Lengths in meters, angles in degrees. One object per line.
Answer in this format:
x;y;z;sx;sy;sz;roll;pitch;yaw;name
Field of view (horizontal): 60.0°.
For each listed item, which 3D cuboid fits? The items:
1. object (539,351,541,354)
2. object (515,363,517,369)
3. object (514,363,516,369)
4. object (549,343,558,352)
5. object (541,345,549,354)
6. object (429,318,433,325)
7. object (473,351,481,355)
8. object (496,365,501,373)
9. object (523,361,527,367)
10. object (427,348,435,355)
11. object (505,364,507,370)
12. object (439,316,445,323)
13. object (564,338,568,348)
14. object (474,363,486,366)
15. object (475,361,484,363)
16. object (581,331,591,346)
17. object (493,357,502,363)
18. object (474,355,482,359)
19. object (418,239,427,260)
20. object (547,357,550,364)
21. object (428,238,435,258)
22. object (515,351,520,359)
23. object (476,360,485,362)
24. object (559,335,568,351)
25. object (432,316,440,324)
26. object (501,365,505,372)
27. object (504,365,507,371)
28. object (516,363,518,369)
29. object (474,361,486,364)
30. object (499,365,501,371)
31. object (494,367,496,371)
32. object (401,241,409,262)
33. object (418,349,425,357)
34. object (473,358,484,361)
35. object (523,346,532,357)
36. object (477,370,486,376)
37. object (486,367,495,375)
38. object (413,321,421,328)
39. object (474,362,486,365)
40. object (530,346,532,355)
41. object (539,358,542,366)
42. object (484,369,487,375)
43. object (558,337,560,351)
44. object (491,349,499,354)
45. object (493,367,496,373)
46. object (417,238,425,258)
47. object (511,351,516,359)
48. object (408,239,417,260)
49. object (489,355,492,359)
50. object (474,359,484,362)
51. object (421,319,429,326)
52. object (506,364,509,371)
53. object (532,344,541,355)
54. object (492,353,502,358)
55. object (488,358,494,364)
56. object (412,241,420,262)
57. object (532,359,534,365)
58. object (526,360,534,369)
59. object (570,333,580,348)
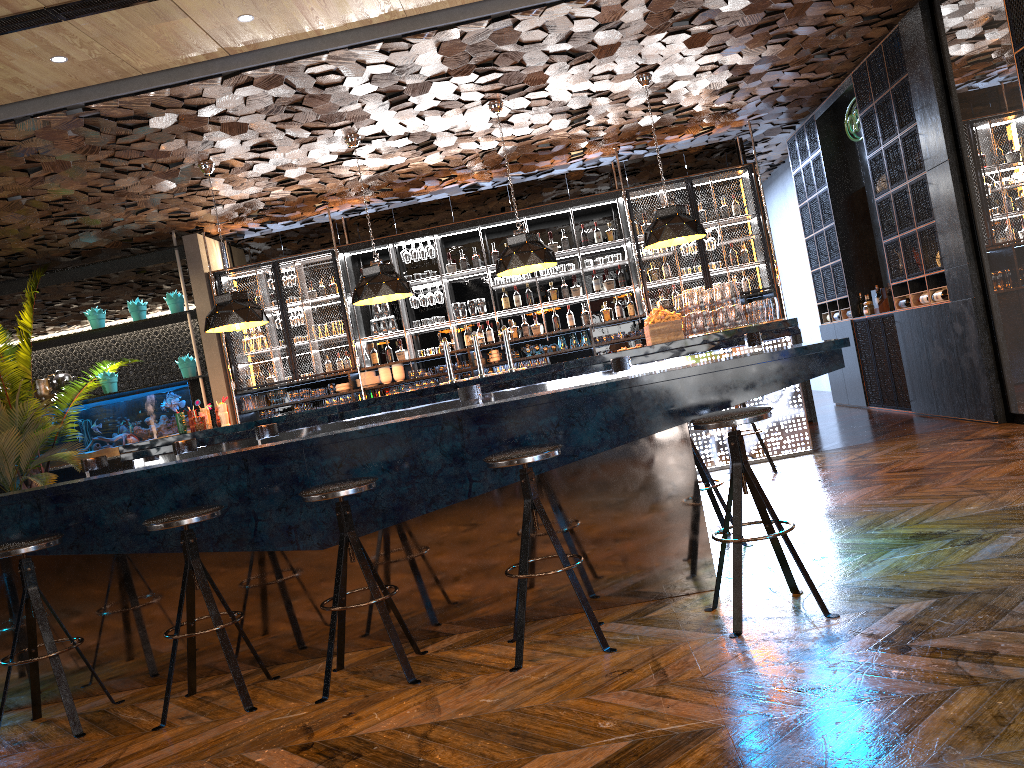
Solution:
0.312;-0.414;10.804;0.108;0.126;0.108;-11;0;-1;object
0.049;-0.143;10.756;0.049;0.231;0.049;-11;0;8;object
0.043;-0.142;10.691;0.049;0.231;0.049;-11;0;-1;object
0.501;-0.435;10.645;0.098;0.097;0.098;-11;0;38;object
0.400;-0.416;10.658;0.098;0.097;0.098;-11;0;-17;object
-0.988;-0.766;11.019;0.089;0.092;0.089;-11;0;35;object
-0.422;-0.365;10.789;0.094;0.069;0.106;-11;0;10;object
-0.155;-0.106;10.713;0.058;0.234;0.058;-11;0;-44;object
0.175;-0.166;10.821;0.091;0.229;0.091;-11;0;24;object
-0.991;-0.392;10.877;0.089;0.092;0.089;-11;0;-33;object
-0.075;-0.121;10.902;0.058;0.234;0.058;-11;0;-19;object
-0.870;-0.788;11.019;0.089;0.092;0.089;-11;0;-12;object
0.620;-0.496;10.858;0.115;0.172;0.101;-11;0;-12;object
-0.388;-0.228;10.791;0.149;0.022;0.149;-11;0;-28;object
-0.394;-0.261;10.791;0.149;0.024;0.149;-11;0;3;object
0.873;-0.543;10.596;0.101;0.172;0.115;-11;0;33;object
-0.181;-0.291;10.762;0.106;0.067;0.094;-11;0;-8;object
-0.404;-0.324;10.788;0.107;0.070;0.094;-11;0;34;object
-1.109;-1.668;11.014;0.092;0.244;0.092;-11;0;-36;object
0.432;-0.215;10.920;0.091;0.229;0.091;-11;0;1;object
-1.008;-1.687;11.008;0.092;0.244;0.092;-11;0;-36;object
0.062;-0.353;10.811;0.058;0.099;0.067;-11;0;16;object
-0.395;-0.271;10.790;0.149;0.026;0.148;-11;0;10;object
0.603;-0.492;10.615;0.115;0.172;0.101;-11;0;33;object
-0.927;-0.777;10.841;0.089;0.092;0.089;-11;0;-12;object
-0.099;-0.116;10.719;0.058;0.234;0.058;-11;0;7;object
-0.083;-0.120;10.813;0.058;0.234;0.058;-11;0;37;object
0.058;-0.145;10.821;0.049;0.231;0.049;-11;0;12;object
-0.391;-0.250;10.791;0.149;0.023;0.149;-11;0;-12;object
-0.148;-0.107;10.798;0.058;0.234;0.058;-11;0;26;object
-0.233;-0.089;10.975;0.108;0.227;0.108;-11;0;40;object
-1.324;-1.627;10.863;0.092;0.244;0.092;-11;0;-36;object
-1.108;-0.370;10.898;0.089;0.092;0.089;-11;0;-25;object
-0.402;-0.292;10.790;0.149;0.026;0.148;-11;0;10;object
0.194;-0.391;10.694;0.100;0.125;0.100;-11;0;43;object
-0.364;-0.063;10.742;0.108;0.227;0.108;-11;0;-5;object
-0.251;-0.084;10.736;0.108;0.227;0.108;-11;0;-26;object
-1.174;-0.731;10.962;0.089;0.092;0.089;-11;0;-18;object
-0.389;-0.238;10.791;0.149;0.023;0.149;-11;0;-28;object
0.203;-0.393;10.816;0.100;0.125;0.100;-11;0;-39;object
0.362;-0.201;10.807;0.091;0.229;0.091;-11;0;-3;object
-0.352;-0.066;10.861;0.108;0.227;0.108;-11;0;-17;object
0.606;-0.493;10.736;0.115;0.172;0.101;-11;0;13;object
-0.204;-0.379;10.754;0.094;0.068;0.106;-11;0;4;object
-0.241;-0.087;10.854;0.108;0.227;0.108;-11;0;-32;object
-1.119;-1.665;10.850;0.092;0.244;0.092;-11;0;-36;object
0.017;-0.344;10.709;0.067;0.099;0.058;-11;0;39;object
-1.216;-1.647;10.856;0.092;0.244;0.092;-11;0;-36;object
-0.232;-0.328;10.855;0.094;0.069;0.105;-11;0;-19;object
-0.398;-0.281;10.790;0.149;0.025;0.149;-11;0;-34;object
-1.064;-0.752;10.911;0.089;0.092;0.089;-11;0;-18;object
-0.031;-0.128;10.696;0.049;0.231;0.049;-11;0;15;object
0.303;-0.412;10.689;0.108;0.126;0.108;-11;0;38;object
-0.192;-0.336;10.765;0.106;0.069;0.094;-11;0;-45;object
-0.231;-0.282;10.858;0.106;0.067;0.094;-11;0;-34;object
-1.206;-1.649;11.021;0.092;0.244;0.092;-11;0;-36;object
0.269;-0.184;10.815;0.091;0.229;0.091;-11;0;36;object
0.227;-0.175;10.704;0.091;0.229;0.091;-11;0;-39;object
0.743;-0.518;10.597;0.115;0.172;0.101;-11;0;-12;object
